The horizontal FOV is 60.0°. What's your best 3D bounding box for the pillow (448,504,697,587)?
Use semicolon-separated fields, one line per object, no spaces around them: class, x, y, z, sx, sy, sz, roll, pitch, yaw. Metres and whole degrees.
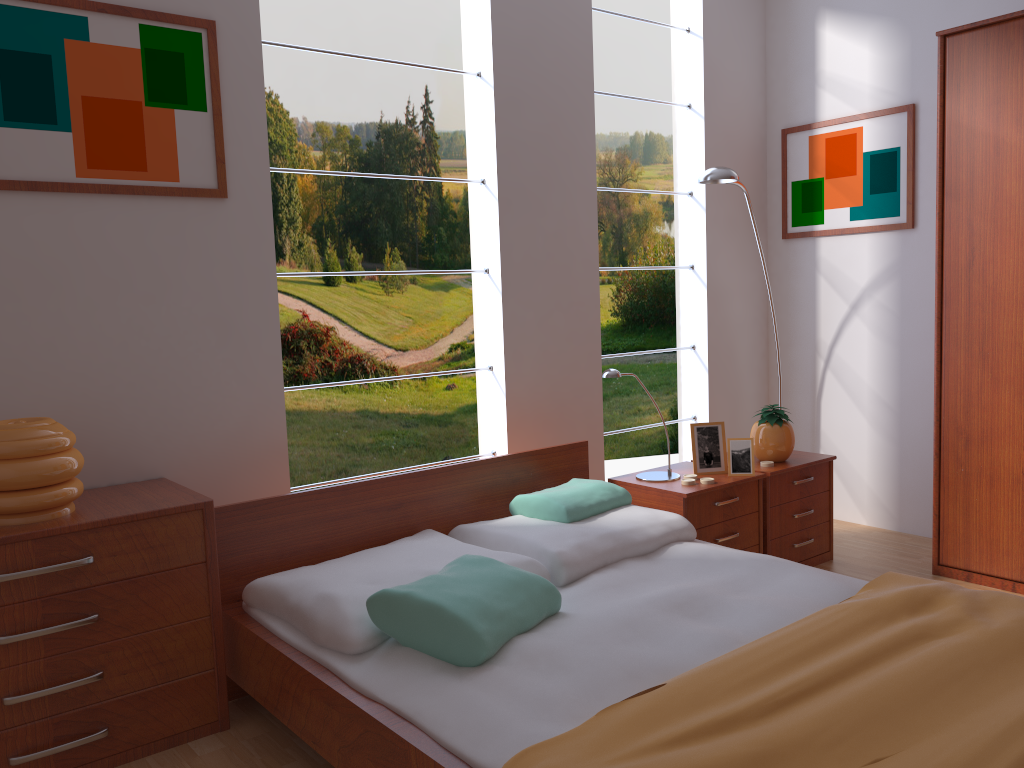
pillow;0.199;0.497;2.884;0.630;0.182;0.574;-7;8;-40

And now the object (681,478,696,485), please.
object;0.624;0.348;3.138;0.049;0.018;0.049;2;7;38

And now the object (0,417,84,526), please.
object;-1.203;0.210;2.190;0.264;0.244;0.264;-4;6;-21

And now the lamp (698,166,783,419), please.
lamp;1.087;-0.104;3.860;0.387;1.603;0.799;1;6;25

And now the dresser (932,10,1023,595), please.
dresser;2.356;-0.223;2.615;0.487;2.004;2.017;-7;7;-38

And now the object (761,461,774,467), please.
object;0.977;0.308;3.397;0.049;0.018;0.049;2;7;38

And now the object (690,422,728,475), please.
object;0.731;0.239;3.288;0.131;0.191;0.037;-3;6;-8

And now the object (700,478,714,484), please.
object;0.692;0.345;3.140;0.049;0.018;0.049;2;7;38

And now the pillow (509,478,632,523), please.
pillow;0.195;0.399;2.967;0.322;0.116;0.276;-7;8;-41

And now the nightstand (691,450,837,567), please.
nightstand;1.016;0.516;3.573;0.439;0.442;0.377;-7;7;-38

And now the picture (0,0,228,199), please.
picture;-1.127;-0.788;2.460;0.645;0.517;0.030;-7;7;-38

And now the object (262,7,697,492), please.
object;0.049;-0.629;3.512;2.205;1.815;0.033;-7;7;-38

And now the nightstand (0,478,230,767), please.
nightstand;-1.199;0.637;2.227;0.815;0.626;0.428;-7;7;-38

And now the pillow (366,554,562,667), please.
pillow;-0.108;0.540;2.174;0.334;0.164;0.425;1;7;28

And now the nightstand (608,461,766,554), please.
nightstand;0.651;0.559;3.288;0.439;0.442;0.377;-7;7;-38

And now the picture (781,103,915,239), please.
picture;1.498;-0.935;3.994;0.030;0.517;0.645;-7;7;-38

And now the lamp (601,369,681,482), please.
lamp;0.474;0.144;3.172;0.163;0.421;0.337;3;8;40

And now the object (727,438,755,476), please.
object;0.836;0.267;3.238;0.094;0.137;0.027;-1;6;7

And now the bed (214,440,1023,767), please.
bed;0.398;0.605;2.196;1.632;0.560;1.990;-7;7;-38

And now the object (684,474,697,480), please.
object;0.646;0.339;3.210;0.049;0.018;0.049;2;7;38

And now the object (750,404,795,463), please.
object;1.023;0.193;3.488;0.170;0.223;0.169;1;7;31

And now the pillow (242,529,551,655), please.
pillow;-0.323;0.561;2.450;0.682;0.157;0.574;-8;8;-44
